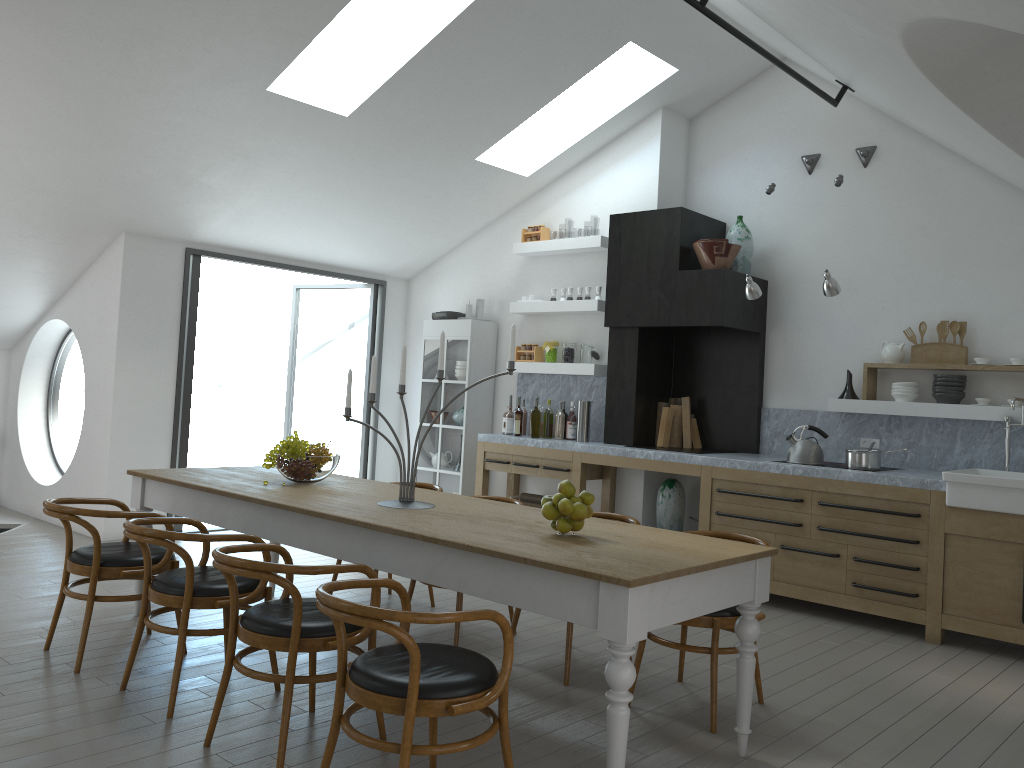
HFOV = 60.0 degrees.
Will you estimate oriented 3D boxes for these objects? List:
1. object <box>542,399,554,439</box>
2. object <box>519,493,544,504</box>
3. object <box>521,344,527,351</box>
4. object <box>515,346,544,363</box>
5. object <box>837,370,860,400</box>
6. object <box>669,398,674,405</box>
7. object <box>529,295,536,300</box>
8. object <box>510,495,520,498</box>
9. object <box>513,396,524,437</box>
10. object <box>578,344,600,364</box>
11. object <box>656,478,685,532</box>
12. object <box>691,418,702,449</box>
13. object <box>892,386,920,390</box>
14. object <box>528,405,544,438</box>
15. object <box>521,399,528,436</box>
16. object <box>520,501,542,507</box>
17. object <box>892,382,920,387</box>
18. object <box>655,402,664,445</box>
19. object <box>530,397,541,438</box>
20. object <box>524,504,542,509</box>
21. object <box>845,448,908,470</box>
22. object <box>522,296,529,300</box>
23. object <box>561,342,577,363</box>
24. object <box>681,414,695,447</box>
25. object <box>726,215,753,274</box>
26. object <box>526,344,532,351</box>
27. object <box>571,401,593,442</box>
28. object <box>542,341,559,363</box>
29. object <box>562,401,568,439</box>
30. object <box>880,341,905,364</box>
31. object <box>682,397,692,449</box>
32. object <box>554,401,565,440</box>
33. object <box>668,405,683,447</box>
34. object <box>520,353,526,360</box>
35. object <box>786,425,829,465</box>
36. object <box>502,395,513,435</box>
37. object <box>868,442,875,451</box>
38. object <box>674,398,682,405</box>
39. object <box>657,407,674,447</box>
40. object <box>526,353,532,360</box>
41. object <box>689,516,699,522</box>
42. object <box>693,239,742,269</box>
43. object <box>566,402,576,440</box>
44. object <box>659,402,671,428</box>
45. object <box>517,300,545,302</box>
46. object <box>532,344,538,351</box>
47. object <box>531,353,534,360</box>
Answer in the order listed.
[{"bbox_3d":[0.313,0.302,7.626,0.092,0.339,0.092,4,-2,-30],"label":"object"},{"bbox_3d":[0.208,1.002,7.634,0.292,0.102,0.104,3,-1,39],"label":"object"},{"bbox_3d":[0.108,-0.329,8.041,0.058,0.075,0.058,4,-2,-25],"label":"object"},{"bbox_3d":[0.155,-0.264,7.992,0.237,0.146,0.120,2,-2,42],"label":"object"},{"bbox_3d":[2.476,0.004,6.509,0.156,0.219,0.156,2,-2,23],"label":"object"},{"bbox_3d":[1.335,0.331,7.448,0.088,0.425,0.068,5,-3,-34],"label":"object"},{"bbox_3d":[0.181,-0.766,7.998,0.054,0.071,0.054,2,-2,41],"label":"object"},{"bbox_3d":[0.255,1.098,7.569,0.527,0.232,0.428,3,-1,39],"label":"object"},{"bbox_3d":[0.054,0.288,7.708,0.093,0.359,0.092,4,-2,-14],"label":"object"},{"bbox_3d":[0.652,-0.258,7.533,0.207,0.178,0.103,4,-2,-26],"label":"object"},{"bbox_3d":[1.286,1.017,7.186,0.231,0.499,0.230,3,-2,-7],"label":"object"},{"bbox_3d":[1.498,0.408,7.263,0.113,0.252,0.057,1,-3,45],"label":"object"},{"bbox_3d":[2.763,0.051,6.223,0.181,0.069,0.181,4,-1,-31],"label":"object"},{"bbox_3d":[0.241,0.323,7.779,0.183,0.286,0.184,4,-2,-24],"label":"object"},{"bbox_3d":[0.095,0.298,7.906,0.085,0.331,0.085,5,-3,-40],"label":"object"},{"bbox_3d":[0.193,1.059,7.565,0.363,0.087,0.101,3,-1,39],"label":"object"},{"bbox_3d":[2.766,0.022,6.224,0.181,0.076,0.180,3,-1,-11],"label":"object"},{"bbox_3d":[1.219,0.329,7.333,0.074,0.359,0.057,5,-3,-34],"label":"object"},{"bbox_3d":[0.203,0.291,7.579,0.092,0.359,0.092,3,-2,-4],"label":"object"},{"bbox_3d":[0.163,1.072,7.488,0.437,0.093,0.092,3,-1,39],"label":"object"},{"bbox_3d":[2.403,0.500,5.851,0.394,0.170,0.232,3,-1,22],"label":"object"},{"bbox_3d":[0.126,-0.763,8.048,0.058,0.061,0.057,2,-2,41],"label":"object"},{"bbox_3d":[0.491,-0.269,7.675,0.120,0.183,0.120,4,-2,-33],"label":"object"},{"bbox_3d":[1.451,0.397,7.332,0.105,0.296,0.110,3,-2,17],"label":"object"},{"bbox_3d":[1.807,-1.090,7.065,0.231,0.504,0.230,3,-2,-7],"label":"object"},{"bbox_3d":[0.158,-0.327,7.997,0.058,0.075,0.058,4,-2,-25],"label":"object"},{"bbox_3d":[0.586,0.311,7.406,0.164,0.340,0.114,1,-3,45],"label":"object"},{"bbox_3d":[0.340,-0.283,7.806,0.163,0.199,0.128,2,-2,36],"label":"object"},{"bbox_3d":[0.439,0.312,7.638,0.085,0.331,0.085,5,-3,-40],"label":"object"},{"bbox_3d":[2.716,-0.224,6.327,0.168,0.169,0.174,3,-1,25],"label":"object"},{"bbox_3d":[1.435,0.317,7.222,0.078,0.428,0.148,4,-2,-13],"label":"object"},{"bbox_3d":[0.406,0.312,7.515,0.085,0.331,0.085,5,-3,-40],"label":"object"},{"bbox_3d":[1.335,0.354,7.268,0.130,0.367,0.072,4,-2,-30],"label":"object"},{"bbox_3d":[0.104,-0.243,8.038,0.058,0.075,0.058,4,-2,-25],"label":"object"},{"bbox_3d":[2.045,0.418,6.168,0.246,0.268,0.246,4,-2,-38],"label":"object"},{"bbox_3d":[-0.023,0.277,7.891,0.085,0.360,0.088,4,-2,-27],"label":"object"},{"bbox_3d":[2.367,0.472,5.930,0.051,0.167,0.235,2,-2,37],"label":"object"},{"bbox_3d":[1.383,0.346,7.393,0.089,0.459,0.110,1,-3,42],"label":"object"},{"bbox_3d":[1.244,0.353,7.190,0.081,0.336,0.148,2,-2,32],"label":"object"},{"bbox_3d":[0.154,-0.241,7.993,0.058,0.075,0.058,4,-2,-25],"label":"object"},{"bbox_3d":[1.624,1.193,7.085,0.268,0.197,0.455,3,-1,-14],"label":"object"},{"bbox_3d":[1.569,-0.971,6.827,0.366,0.237,0.348,4,-1,-31],"label":"object"},{"bbox_3d":[0.509,0.316,7.556,0.081,0.330,0.081,4,-2,-21],"label":"object"},{"bbox_3d":[1.252,0.337,7.284,0.131,0.367,0.068,5,-3,-34],"label":"object"},{"bbox_3d":[0.179,-0.738,7.997,0.295,0.025,0.113,3,-1,42],"label":"object"},{"bbox_3d":[0.208,-0.324,7.952,0.058,0.075,0.058,4,-2,-25],"label":"object"},{"bbox_3d":[0.204,-0.238,7.949,0.058,0.075,0.058,4,-2,-25],"label":"object"}]
